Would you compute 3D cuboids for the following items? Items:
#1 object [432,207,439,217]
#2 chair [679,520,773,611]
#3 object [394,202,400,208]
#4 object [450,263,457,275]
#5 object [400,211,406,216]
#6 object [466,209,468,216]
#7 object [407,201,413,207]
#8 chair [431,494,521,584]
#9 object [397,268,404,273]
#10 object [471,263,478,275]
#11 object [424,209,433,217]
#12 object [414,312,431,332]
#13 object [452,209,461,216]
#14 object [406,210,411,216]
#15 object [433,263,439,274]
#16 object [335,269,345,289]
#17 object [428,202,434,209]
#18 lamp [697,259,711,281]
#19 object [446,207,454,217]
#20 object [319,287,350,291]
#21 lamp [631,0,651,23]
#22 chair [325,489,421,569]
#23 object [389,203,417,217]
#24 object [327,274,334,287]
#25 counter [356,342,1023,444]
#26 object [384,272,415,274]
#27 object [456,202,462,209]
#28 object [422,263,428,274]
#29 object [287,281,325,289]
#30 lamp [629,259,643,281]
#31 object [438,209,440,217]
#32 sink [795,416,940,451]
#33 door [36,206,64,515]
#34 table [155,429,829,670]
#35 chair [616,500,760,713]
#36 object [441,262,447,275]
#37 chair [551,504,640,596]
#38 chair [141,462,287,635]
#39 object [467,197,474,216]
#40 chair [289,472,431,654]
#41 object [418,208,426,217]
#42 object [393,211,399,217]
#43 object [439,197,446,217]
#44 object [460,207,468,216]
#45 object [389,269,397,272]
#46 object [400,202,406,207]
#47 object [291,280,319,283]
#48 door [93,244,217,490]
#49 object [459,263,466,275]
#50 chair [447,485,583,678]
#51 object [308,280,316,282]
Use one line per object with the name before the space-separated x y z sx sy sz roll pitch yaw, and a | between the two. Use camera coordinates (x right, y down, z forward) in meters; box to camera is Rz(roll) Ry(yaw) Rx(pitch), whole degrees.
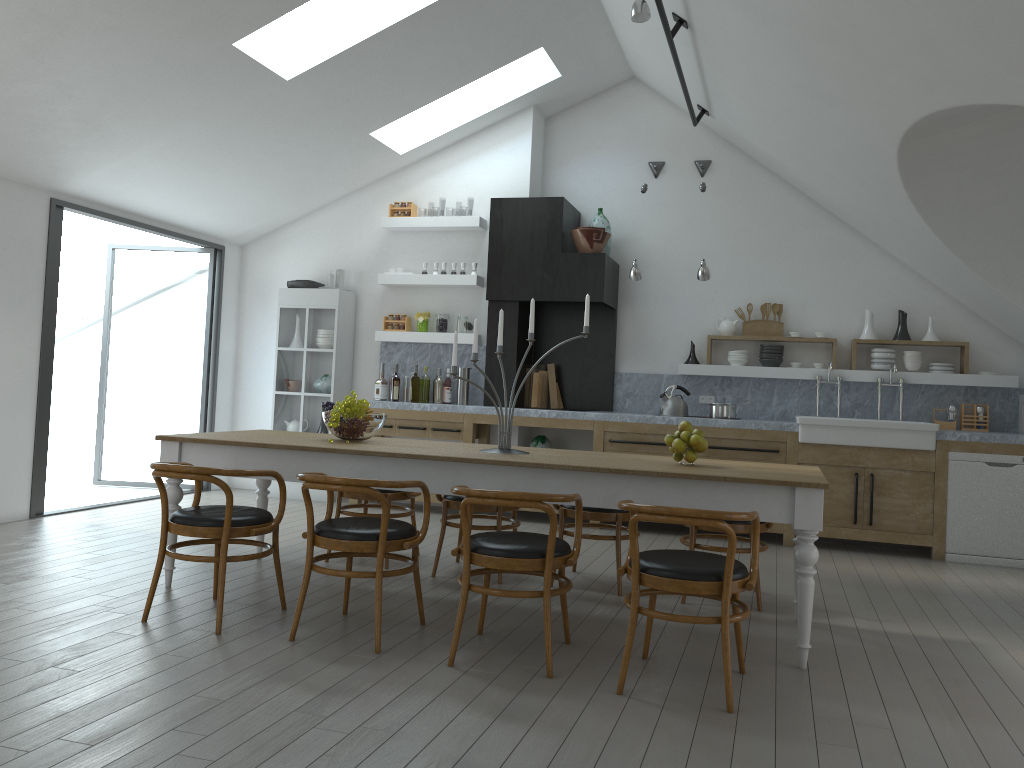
object | -0.714 -1.598 8.286 0.071 0.099 0.071 3 -2 -19
chair | 1.224 0.853 5.121 0.527 0.735 0.621 2 -1 13
object | -1.100 -1.703 8.467 0.059 0.075 0.058 2 -2 40
object | -0.540 -1.067 8.249 0.068 0.124 0.064 2 -2 10
object | -1.040 -1.614 8.444 0.059 0.075 0.058 2 -2 40
object | -0.432 -1.583 8.295 0.093 0.093 0.094 4 -2 -41
object | -0.972 -1.697 8.428 0.059 0.075 0.058 2 -2 40
chair | -0.179 0.790 5.492 0.527 0.735 0.621 2 -1 13
object | -1.060 -1.066 8.410 0.054 0.071 0.054 2 -1 16
object | -0.347 -1.058 8.181 0.068 0.124 0.064 2 -2 10
object | -0.781 -1.595 8.336 0.077 0.085 0.077 4 -2 -41
object | -0.842 -0.580 8.314 0.163 0.199 0.128 2 -2 12
object | -0.515 -1.583 8.255 0.077 0.085 0.077 4 -2 -41
object | -0.976 -1.611 8.425 0.059 0.075 0.058 2 -2 40
object | -0.712 -1.074 8.302 0.068 0.124 0.064 2 -2 10
object | -1.661 -0.999 8.547 0.071 0.211 0.072 1 -2 40
object | -0.767 -1.636 8.402 0.048 0.169 0.048 2 -2 25
lamp | 1.586 -0.935 7.308 0.112 0.176 0.168 2 -1 9
object | -0.584 -1.596 8.308 0.081 0.105 0.082 3 -1 -15
object | -1.701 -0.903 8.506 0.150 0.025 0.294 2 0 41
lamp | 0.746 -2.187 5.107 0.114 0.175 0.112 3 -2 -20
chair | -0.855 0.759 5.759 0.527 0.735 0.620 2 -1 17
object | -1.037 -1.638 8.443 0.237 0.146 0.120 2 -1 17
object | -1.733 -0.995 8.468 0.054 0.196 0.054 1 -3 42
counter | 1.863 0.050 7.579 6.577 0.620 0.960 3 -1 17
object | -1.062 -1.038 8.409 0.295 0.025 0.113 3 0 17
object | -0.502 -1.624 8.322 0.048 0.169 0.048 2 -2 25
object | -0.819 -1.079 8.334 0.068 0.124 0.064 2 -2 10
object | -1.999 -0.921 8.592 0.299 0.120 0.298 3 -1 17
lamp | 1.034 -0.956 7.478 0.115 0.178 0.164 2 -2 35
object | -0.698 -1.595 8.376 0.093 0.093 0.094 4 -2 -41
sink | 2.807 0.386 7.103 1.021 0.202 0.726 3 0 17
door | -4.022 -0.208 6.901 1.051 2.349 0.080 2 -2 17
table | -0.150 0.751 4.654 3.350 0.800 1.017 3 -1 17
chair | 0.677 0.818 3.470 0.527 0.735 0.620 2 -1 20
object | -0.635 -1.071 8.263 0.068 0.124 0.064 2 -2 10
chair | 0.535 0.822 5.339 0.527 0.735 0.620 2 -1 20
chair | -1.394 0.725 4.141 0.527 0.735 0.620 2 -1 20
object | -0.383 -1.628 8.172 0.063 0.187 0.063 3 -2 -15
chair | -0.687 0.757 3.970 0.527 0.735 0.620 2 -1 17
object | -0.850 -1.608 8.388 0.081 0.105 0.082 3 -1 -15
object | -1.104 -1.617 8.464 0.059 0.075 0.058 2 -2 40
object | -0.649 -1.640 8.252 0.063 0.187 0.063 3 -2 -15
object | -0.449 -1.586 8.206 0.071 0.099 0.071 3 -2 -19
object | -1.131 -1.064 8.433 0.058 0.061 0.057 2 -1 16
object | -1.036 -1.700 8.447 0.059 0.075 0.058 2 -2 40
object | -1.998 -0.930 8.592 0.238 0.120 0.238 2 -1 17
door | -3.475 -0.173 8.638 1.051 2.349 0.080 3 -2 2
object | -0.454 -1.063 8.214 0.068 0.124 0.064 2 -2 10
chair | 0.005 0.788 3.745 0.527 0.735 0.621 2 -1 12
object | -1.998 -0.939 8.593 0.170 0.120 0.170 2 -1 17
